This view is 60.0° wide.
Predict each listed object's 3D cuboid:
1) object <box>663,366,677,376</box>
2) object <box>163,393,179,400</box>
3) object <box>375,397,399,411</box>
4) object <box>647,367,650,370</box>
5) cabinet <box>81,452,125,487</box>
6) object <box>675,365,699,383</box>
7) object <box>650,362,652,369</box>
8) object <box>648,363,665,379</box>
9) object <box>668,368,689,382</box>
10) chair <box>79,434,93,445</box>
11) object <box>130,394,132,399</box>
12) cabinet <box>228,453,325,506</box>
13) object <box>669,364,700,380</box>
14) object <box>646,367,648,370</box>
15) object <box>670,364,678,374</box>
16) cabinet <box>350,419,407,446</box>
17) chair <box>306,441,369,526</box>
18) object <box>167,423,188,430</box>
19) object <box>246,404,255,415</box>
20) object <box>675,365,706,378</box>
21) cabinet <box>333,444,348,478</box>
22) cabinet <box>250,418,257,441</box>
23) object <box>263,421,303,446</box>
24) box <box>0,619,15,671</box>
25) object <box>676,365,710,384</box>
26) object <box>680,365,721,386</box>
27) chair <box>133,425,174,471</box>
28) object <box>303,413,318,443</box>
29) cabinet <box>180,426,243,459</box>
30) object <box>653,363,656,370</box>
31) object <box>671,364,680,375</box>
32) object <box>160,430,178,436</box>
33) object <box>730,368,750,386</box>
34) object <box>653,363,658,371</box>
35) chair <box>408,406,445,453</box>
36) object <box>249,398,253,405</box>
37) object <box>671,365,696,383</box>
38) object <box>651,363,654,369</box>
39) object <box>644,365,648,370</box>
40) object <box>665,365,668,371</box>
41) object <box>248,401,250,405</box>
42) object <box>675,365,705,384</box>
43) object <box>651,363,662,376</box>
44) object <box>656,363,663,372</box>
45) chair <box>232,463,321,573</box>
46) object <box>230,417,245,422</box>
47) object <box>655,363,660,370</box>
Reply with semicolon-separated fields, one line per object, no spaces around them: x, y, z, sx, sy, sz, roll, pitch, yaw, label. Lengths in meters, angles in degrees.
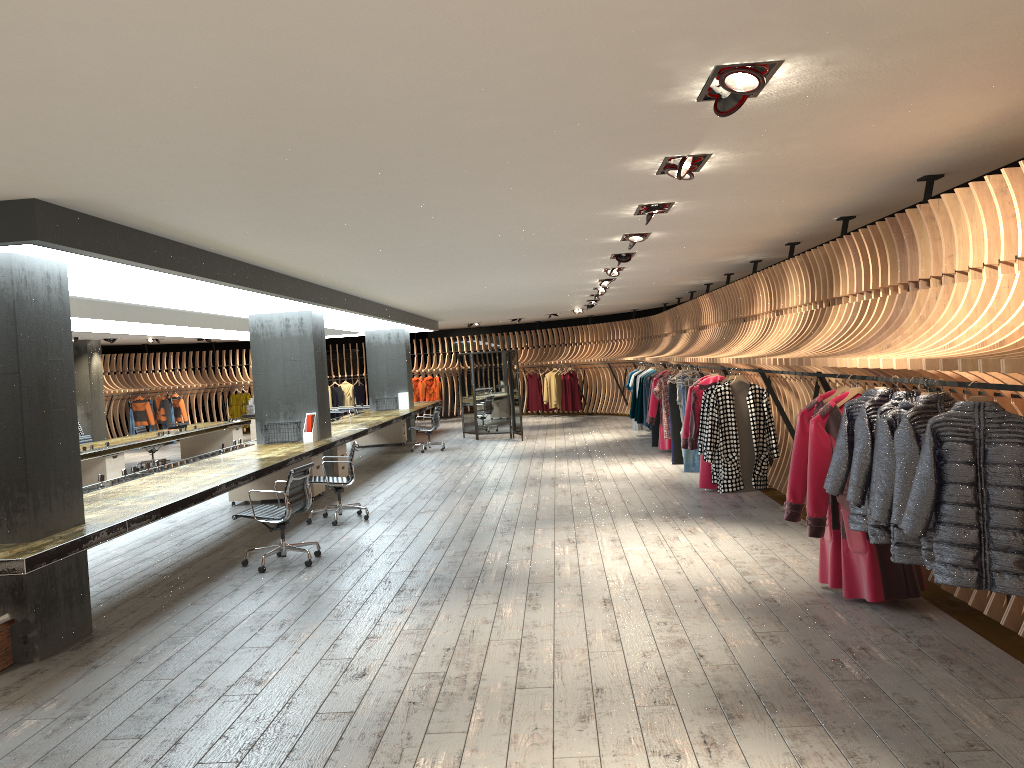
2.598;-0.199;14.456;0.525;0.270;0.012;-3;1;13;object
-9.307;0.308;23.959;0.549;0.243;0.023;-4;1;-21;object
-2.742;0.446;19.436;0.459;0.289;0.330;-4;1;6;object
2.736;-0.287;17.545;0.525;0.270;0.012;-4;1;8;object
-6.591;1.423;13.545;1.131;0.630;0.593;-4;1;3;cabinet
2.478;-0.152;12.460;0.549;0.243;0.023;-5;1;-36;object
2.719;-0.284;17.172;0.525;0.270;0.012;-4;1;8;object
2.628;-0.227;15.489;0.525;0.270;0.012;-4;1;8;object
2.484;-0.151;12.568;0.549;0.250;0.023;-4;1;4;object
-7.135;1.298;15.243;0.667;0.859;0.693;-4;1;-1;chair
-9.842;0.372;22.887;0.023;0.243;0.549;-4;1;-16;object
-3.144;1.245;11.852;1.131;0.630;0.593;-4;1;3;cabinet
2.488;-0.159;12.664;0.549;0.243;0.023;-3;1;39;object
2.748;-0.293;17.754;0.525;0.270;0.012;-4;1;3;object
2.544;-0.179;13.810;0.525;0.270;0.012;-4;1;3;object
-2.901;1.029;19.257;1.131;0.630;0.593;-4;1;3;cabinet
-1.999;1.106;9.957;0.668;0.859;0.693;-4;1;-21;chair
-6.609;0.827;17.526;0.261;0.111;0.373;-4;1;3;object
-6.468;0.635;22.259;0.303;0.239;0.498;-4;1;3;object
2.477;-0.132;12.074;0.548;0.256;0.023;-3;1;28;object
-3.077;1.204;13.204;1.131;0.630;0.593;-4;1;3;cabinet
-6.152;1.155;22.442;0.593;0.630;1.132;-4;1;3;cabinet
-3.107;0.669;12.042;0.459;0.289;0.330;-4;1;1;object
-3.399;1.614;5.319;0.664;0.282;0.342;-4;1;3;box
2.445;-0.131;11.752;0.549;0.243;0.023;-4;1;4;object
2.465;-0.117;11.559;0.547;0.262;0.023;-4;1;4;object
-7.036;1.232;17.451;0.668;0.859;0.693;-4;1;-11;chair
-2.753;0.593;12.080;0.129;0.383;0.240;-4;1;3;object
-6.337;1.267;18.745;1.131;0.630;0.593;-4;1;3;cabinet
2.689;-0.262;16.605;0.525;0.270;0.012;-4;1;8;object
2.528;-0.165;13.597;0.524;0.286;0.015;-4;1;-12;object
-6.056;0.866;15.641;0.302;0.071;0.209;-4;1;-2;object
2.322;-0.032;9.046;0.525;0.270;0.012;-4;1;-7;object
2.675;-0.257;16.402;0.525;0.270;0.012;-4;1;3;object
-1.679;0.886;17.373;0.667;0.859;0.693;-4;1;-1;chair
-6.445;0.455;22.201;0.262;0.204;0.088;-4;1;1;object
2.475;-0.146;12.302;0.549;0.243;0.023;-3;1;9;object
2.709;-0.277;16.938;0.525;0.270;0.012;-4;1;3;object
2.736;-0.292;17.940;0.524;0.284;0.014;-3;1;13;object
2.588;-0.205;14.702;0.525;0.270;0.012;-4;1;3;object
-6.552;0.471;22.120;0.062;0.109;0.062;-4;1;-31;object
2.463;-0.141;12.195;0.549;0.243;0.023;-4;1;-26;object
2.647;-0.234;15.669;0.525;0.270;0.012;-3;1;28;object
2.655;-0.244;15.967;0.525;0.270;0.012;-3;1;13;object
-2.094;1.168;7.882;0.667;0.859;0.693;-4;1;-1;chair
-5.896;0.766;19.016;0.302;0.074;0.217;-4;1;-3;object
2.687;-0.253;16.290;0.525;0.270;0.012;-4;1;3;object
